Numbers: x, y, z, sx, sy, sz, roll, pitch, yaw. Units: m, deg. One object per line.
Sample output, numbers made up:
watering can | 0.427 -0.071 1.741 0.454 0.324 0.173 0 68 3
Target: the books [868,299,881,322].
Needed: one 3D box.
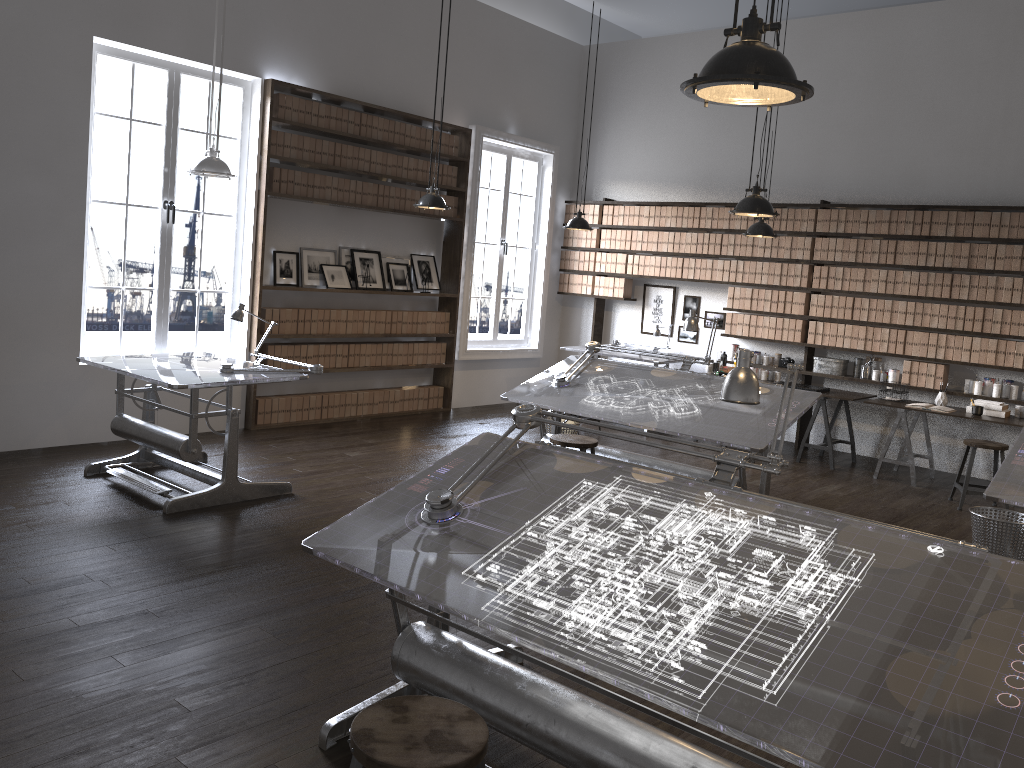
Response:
books | 3.441 -0.690 8.381 0.067 0.225 0.174 8 7 40

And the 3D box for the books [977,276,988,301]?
books | 4.153 -0.834 7.774 0.067 0.225 0.174 8 7 40

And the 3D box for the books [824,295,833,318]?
books | 3.118 -0.750 8.647 0.067 0.225 0.174 8 7 40

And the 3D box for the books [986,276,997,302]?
books | 4.200 -0.824 7.727 0.067 0.225 0.174 8 7 40

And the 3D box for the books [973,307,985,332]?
books | 4.126 -0.560 7.793 0.067 0.225 0.174 8 7 40

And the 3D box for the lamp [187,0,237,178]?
lamp | -1.880 -2.482 5.726 0.311 2.243 0.313 6 5 20

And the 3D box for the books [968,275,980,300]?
books | 4.099 -0.844 7.820 0.067 0.225 0.174 8 7 40

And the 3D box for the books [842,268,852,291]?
books | 3.254 -1.004 8.537 0.067 0.225 0.174 8 7 40

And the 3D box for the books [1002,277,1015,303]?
books | 4.301 -0.806 7.646 0.067 0.224 0.174 8 7 40

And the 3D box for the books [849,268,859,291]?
books | 3.308 -0.994 8.491 0.067 0.225 0.174 8 7 40

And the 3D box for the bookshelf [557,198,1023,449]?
bookshelf | 4.108 -0.009 7.929 9.214 3.194 0.373 10 7 40

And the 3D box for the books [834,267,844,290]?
books | 3.198 -1.014 8.580 0.067 0.225 0.174 8 7 40

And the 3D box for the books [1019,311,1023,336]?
books | 4.395 -0.509 7.564 0.067 0.225 0.174 8 7 40

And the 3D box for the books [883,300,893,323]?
books | 3.542 -0.670 8.288 0.067 0.225 0.174 8 7 40

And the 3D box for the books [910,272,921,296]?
books | 3.722 -0.915 8.132 0.067 0.225 0.174 8 7 40

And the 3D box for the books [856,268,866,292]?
books | 3.355 -0.984 8.444 0.067 0.225 0.174 8 7 40

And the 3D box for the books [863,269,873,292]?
books | 3.409 -0.975 8.404 0.067 0.224 0.174 8 7 40

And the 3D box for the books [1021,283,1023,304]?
books | 4.410 -0.786 7.555 0.067 0.225 0.174 8 7 40

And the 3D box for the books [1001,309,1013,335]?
books | 4.293 -0.529 7.658 0.067 0.225 0.174 8 7 40

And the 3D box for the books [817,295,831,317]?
books | 3.064 -0.761 8.693 0.067 0.225 0.174 8 7 40

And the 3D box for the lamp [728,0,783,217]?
lamp | 1.593 -2.165 5.422 0.312 2.243 0.312 2 5 -30

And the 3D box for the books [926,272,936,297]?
books | 3.828 -0.895 8.048 0.067 0.224 0.174 8 7 40

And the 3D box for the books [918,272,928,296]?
books | 3.777 -0.904 8.085 0.067 0.225 0.174 8 7 40

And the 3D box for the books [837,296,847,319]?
books | 3.220 -0.732 8.569 0.067 0.224 0.174 8 7 40

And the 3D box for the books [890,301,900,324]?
books | 3.595 -0.661 8.248 0.067 0.224 0.174 8 7 40

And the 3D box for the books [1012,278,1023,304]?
books | 4.354 -0.795 7.598 0.067 0.225 0.174 8 7 40

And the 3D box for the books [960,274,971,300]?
books | 4.043 -0.854 7.863 0.067 0.225 0.174 8 7 40

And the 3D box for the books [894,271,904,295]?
books | 3.619 -0.935 8.229 0.067 0.225 0.174 8 7 40

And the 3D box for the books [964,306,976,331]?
books | 4.073 -0.571 7.845 0.067 0.224 0.174 8 7 40

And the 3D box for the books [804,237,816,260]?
books | 2.964 -1.335 8.775 0.067 0.225 0.174 8 7 40

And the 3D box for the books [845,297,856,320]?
books | 3.273 -0.721 8.517 0.067 0.225 0.174 8 7 40

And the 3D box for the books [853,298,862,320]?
books | 3.333 -0.711 8.473 0.067 0.225 0.174 8 7 40

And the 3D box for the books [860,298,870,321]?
books | 3.384 -0.700 8.424 0.067 0.225 0.174 8 7 40

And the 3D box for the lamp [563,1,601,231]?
lamp | 0.755 -2.669 8.827 0.311 2.243 0.313 6 5 20

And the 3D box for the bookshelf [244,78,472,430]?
bookshelf | -1.524 -0.812 8.657 0.414 3.708 2.475 8 6 40

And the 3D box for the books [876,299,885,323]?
books | 3.494 -0.680 8.336 0.067 0.225 0.174 8 7 40

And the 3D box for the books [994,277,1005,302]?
books | 4.254 -0.815 7.687 0.067 0.224 0.174 8 7 40

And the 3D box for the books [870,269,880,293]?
books | 3.456 -0.966 8.363 0.067 0.224 0.174 8 7 40

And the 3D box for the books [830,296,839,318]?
books | 3.169 -0.741 8.609 0.067 0.224 0.174 8 7 40

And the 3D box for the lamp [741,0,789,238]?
lamp | 2.234 -2.391 7.578 0.311 2.243 0.313 6 5 20

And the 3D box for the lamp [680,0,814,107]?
lamp | 0.648 -1.805 2.032 0.311 2.243 0.313 6 5 20

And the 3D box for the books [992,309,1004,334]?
books | 4.237 -0.539 7.700 0.067 0.225 0.174 8 7 40

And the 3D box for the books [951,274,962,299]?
books | 3.992 -0.865 7.912 0.067 0.225 0.174 8 7 40

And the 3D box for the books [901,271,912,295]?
books | 3.670 -0.925 8.181 0.067 0.225 0.174 8 7 40

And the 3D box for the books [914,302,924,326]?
books | 3.751 -0.631 8.117 0.067 0.225 0.174 8 7 40

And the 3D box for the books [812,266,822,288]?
books | 3.034 -1.046 8.725 0.067 0.224 0.174 8 7 40

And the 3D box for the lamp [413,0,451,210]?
lamp | -0.577 -2.575 7.265 0.311 2.243 0.313 6 5 20

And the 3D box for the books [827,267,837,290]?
books | 3.147 -1.024 8.629 0.067 0.225 0.174 8 7 40

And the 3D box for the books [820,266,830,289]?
books | 3.087 -1.035 8.673 0.067 0.225 0.174 8 7 40

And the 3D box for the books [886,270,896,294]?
books | 3.565 -0.945 8.272 0.067 0.225 0.174 8 7 40

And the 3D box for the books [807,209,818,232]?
books | 2.991 -1.608 8.748 0.067 0.225 0.174 8 7 40

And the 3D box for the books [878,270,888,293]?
books | 3.509 -0.955 8.315 0.067 0.225 0.174 8 7 40

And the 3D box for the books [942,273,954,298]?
books | 3.932 -0.875 7.956 0.067 0.225 0.174 8 7 40

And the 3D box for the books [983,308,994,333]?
books | 4.186 -0.549 7.749 0.067 0.225 0.174 8 7 40

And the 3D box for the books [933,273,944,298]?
books | 3.879 -0.886 8.008 0.067 0.224 0.174 8 7 40

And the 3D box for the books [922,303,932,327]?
books | 3.806 -0.622 8.073 0.067 0.225 0.174 8 7 40

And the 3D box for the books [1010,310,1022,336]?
books | 4.347 -0.519 7.612 0.067 0.225 0.174 8 7 40

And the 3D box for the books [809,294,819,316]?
books | 3.011 -0.771 8.742 0.067 0.225 0.174 8 7 40

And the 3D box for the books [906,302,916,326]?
books | 3.696 -0.641 8.159 0.067 0.225 0.174 8 7 40
